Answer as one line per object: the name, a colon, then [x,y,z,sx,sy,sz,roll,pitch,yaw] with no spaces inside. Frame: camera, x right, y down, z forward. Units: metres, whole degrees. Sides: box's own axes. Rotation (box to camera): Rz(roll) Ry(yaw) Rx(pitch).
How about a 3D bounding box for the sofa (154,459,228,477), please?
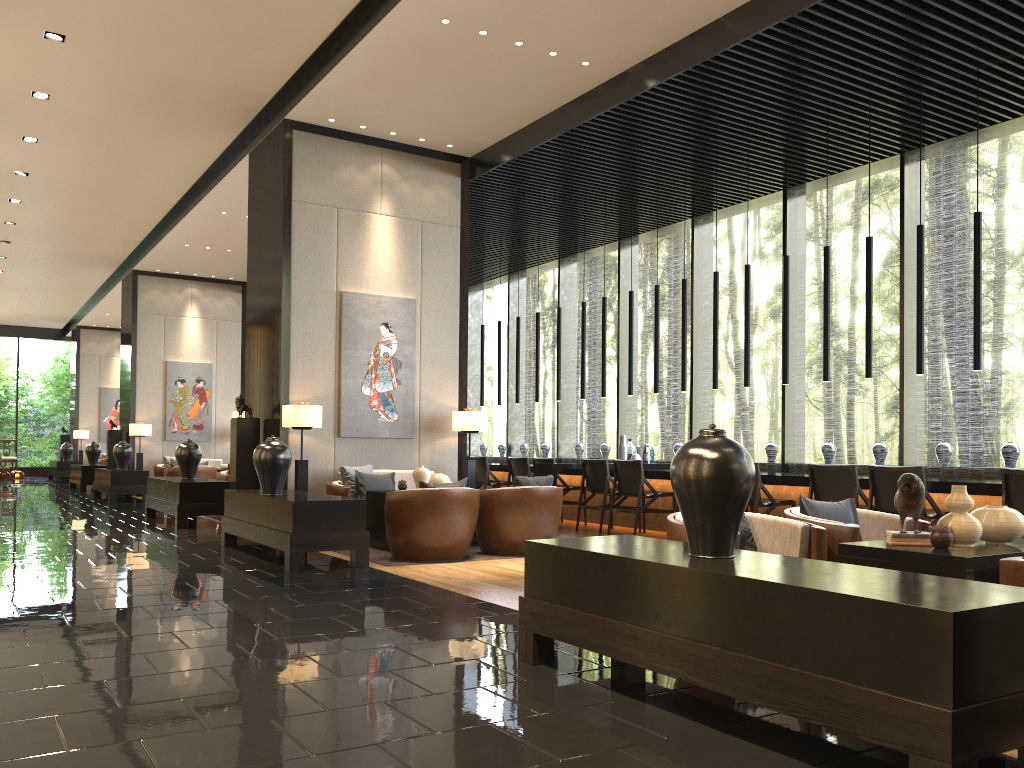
sofa: [-5.916,1.740,16.503,1.450,0.692,0.603,3,-3,-32]

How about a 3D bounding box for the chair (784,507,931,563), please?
chair: [1.832,0.990,4.862,0.804,0.603,0.606,2,-3,-32]

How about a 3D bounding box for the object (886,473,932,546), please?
object: [1.706,0.534,3.784,0.174,0.309,0.229,0,-2,14]

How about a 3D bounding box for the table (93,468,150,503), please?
table: [-6.632,1.702,15.010,0.620,0.512,1.962,2,-4,-32]

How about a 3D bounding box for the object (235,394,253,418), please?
object: [-2.778,0.232,9.163,0.176,0.245,0.116,2,-2,-32]

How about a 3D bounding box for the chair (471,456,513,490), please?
chair: [-0.302,1.409,12.207,0.563,0.826,0.526,2,-2,-32]

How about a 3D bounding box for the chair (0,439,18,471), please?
chair: [-14.183,2.089,24.851,0.520,1.075,0.536,2,-2,-32]

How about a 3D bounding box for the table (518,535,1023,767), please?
table: [0.811,0.887,3.147,0.620,0.512,1.962,2,-4,-32]

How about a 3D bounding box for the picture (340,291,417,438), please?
picture: [-1.398,-0.186,9.311,0.835,1.500,0.037,2,-1,-32]

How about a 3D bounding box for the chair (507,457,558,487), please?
chair: [0.236,1.350,11.349,0.563,0.826,0.526,2,-2,-32]

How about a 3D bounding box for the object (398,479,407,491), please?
object: [-1.017,0.938,8.225,0.091,0.112,0.092,0,-2,20]

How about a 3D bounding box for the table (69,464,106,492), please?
table: [-8.687,1.928,18.285,0.620,0.512,1.962,2,-4,-32]

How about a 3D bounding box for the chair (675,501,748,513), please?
chair: [1.924,1.165,8.658,0.563,0.826,0.526,2,-2,-32]

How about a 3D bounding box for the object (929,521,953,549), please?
object: [1.777,0.624,3.665,0.091,0.112,0.092,0,-2,20]

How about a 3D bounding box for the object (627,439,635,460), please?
object: [1.460,0.829,10.945,0.129,0.305,0.129,-1,-2,44]

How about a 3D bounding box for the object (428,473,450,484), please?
object: [-0.705,0.929,8.382,0.245,0.167,0.246,2,-4,-29]

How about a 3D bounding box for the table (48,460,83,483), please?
table: [-11.407,2.225,22.620,0.620,0.512,1.962,2,-4,-32]

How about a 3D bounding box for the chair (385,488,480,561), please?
chair: [-0.622,1.150,7.323,0.804,0.603,0.606,2,-3,-32]

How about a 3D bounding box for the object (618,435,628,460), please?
object: [1.357,0.799,10.829,0.113,0.344,0.113,1,-2,-37]

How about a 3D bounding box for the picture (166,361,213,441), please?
picture: [-6.151,0.334,16.885,0.835,1.500,0.037,2,-1,-32]

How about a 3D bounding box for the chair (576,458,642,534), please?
chair: [1.080,1.258,10.004,0.563,0.826,0.526,2,-2,-32]

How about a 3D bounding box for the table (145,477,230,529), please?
table: [-3.925,1.406,10.696,0.620,0.512,1.962,2,-4,-32]

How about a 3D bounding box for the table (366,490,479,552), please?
table: [-0.769,1.259,8.279,1.043,0.516,0.576,3,-4,-32]

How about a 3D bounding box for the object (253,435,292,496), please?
object: [-1.971,0.667,7.281,0.311,0.492,0.312,1,-2,-13]

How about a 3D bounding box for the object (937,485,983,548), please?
object: [1.884,0.557,3.730,0.174,0.257,0.174,1,-2,-12]

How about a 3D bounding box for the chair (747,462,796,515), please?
chair: [2.230,1.132,8.171,0.563,0.826,0.526,2,-2,-32]

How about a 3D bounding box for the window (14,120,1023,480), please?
window: [-5.375,-0.287,12.995,12.065,4.221,31.922,3,-5,-32]

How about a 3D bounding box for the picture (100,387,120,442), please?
picture: [-10.939,0.859,24.517,0.835,1.500,0.037,2,-1,-32]

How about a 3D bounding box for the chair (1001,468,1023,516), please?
chair: [3.626,0.979,5.946,0.563,0.826,0.526,2,-2,-32]

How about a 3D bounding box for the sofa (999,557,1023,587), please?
sofa: [2.411,0.826,3.199,1.450,0.692,0.603,3,-3,-32]

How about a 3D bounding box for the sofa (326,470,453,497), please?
sofa: [-1.200,1.223,8.987,1.450,0.692,0.603,3,-3,-32]

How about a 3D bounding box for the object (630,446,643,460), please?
object: [1.507,0.860,10.776,0.136,0.217,0.136,-1,-3,45]

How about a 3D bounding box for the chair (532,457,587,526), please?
chair: [0.542,1.317,10.862,0.563,0.826,0.526,2,-2,-32]

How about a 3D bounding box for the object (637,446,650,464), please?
object: [1.628,0.877,10.988,0.169,0.219,0.169,2,-3,-37]

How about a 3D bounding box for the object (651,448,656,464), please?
object: [1.738,0.881,10.879,0.056,0.197,0.056,1,-1,-30]

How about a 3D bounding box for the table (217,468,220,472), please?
table: [-5.542,1.782,15.886,1.043,0.516,0.576,3,-4,-32]

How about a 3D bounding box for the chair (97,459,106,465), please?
chair: [-10.135,2.192,22.485,0.804,0.603,0.606,2,-3,-32]

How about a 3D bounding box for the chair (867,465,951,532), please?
chair: [3.074,1.039,6.826,0.563,0.826,0.526,2,-2,-32]

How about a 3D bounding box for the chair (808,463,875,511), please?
chair: [2.768,1.073,7.313,0.563,0.826,0.526,2,-2,-32]

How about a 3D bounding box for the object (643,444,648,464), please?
object: [1.637,0.858,10.863,0.067,0.237,0.067,1,-1,-38]

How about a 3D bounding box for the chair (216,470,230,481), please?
chair: [-3.583,1.462,11.882,0.804,0.603,0.606,2,-3,-32]

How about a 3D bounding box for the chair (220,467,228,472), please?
chair: [-4.613,1.708,15.294,0.804,0.603,0.606,2,-3,-32]

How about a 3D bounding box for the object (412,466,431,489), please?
object: [-0.842,0.879,8.230,0.171,0.235,0.171,0,-2,3]

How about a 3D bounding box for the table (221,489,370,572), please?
table: [-1.870,1.181,7.420,0.620,0.512,1.962,2,-4,-32]

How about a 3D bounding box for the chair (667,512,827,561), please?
chair: [1.107,0.948,4.407,0.804,0.603,0.606,2,-3,-32]

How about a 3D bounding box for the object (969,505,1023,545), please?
object: [2.120,0.617,3.878,0.245,0.167,0.246,0,-3,16]

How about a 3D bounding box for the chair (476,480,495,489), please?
chair: [-0.608,1.443,12.694,0.563,0.826,0.526,2,-2,-32]

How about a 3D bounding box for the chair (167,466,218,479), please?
chair: [-5.337,1.666,14.839,0.804,0.603,0.606,2,-3,-32]

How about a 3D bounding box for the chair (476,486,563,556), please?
chair: [0.103,1.191,7.777,0.804,0.603,0.606,2,-3,-32]

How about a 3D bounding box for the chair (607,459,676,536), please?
chair: [1.386,1.224,9.517,0.563,0.826,0.526,2,-2,-32]

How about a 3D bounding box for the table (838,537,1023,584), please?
table: [2.002,0.956,3.862,1.043,0.516,0.576,3,-4,-32]
